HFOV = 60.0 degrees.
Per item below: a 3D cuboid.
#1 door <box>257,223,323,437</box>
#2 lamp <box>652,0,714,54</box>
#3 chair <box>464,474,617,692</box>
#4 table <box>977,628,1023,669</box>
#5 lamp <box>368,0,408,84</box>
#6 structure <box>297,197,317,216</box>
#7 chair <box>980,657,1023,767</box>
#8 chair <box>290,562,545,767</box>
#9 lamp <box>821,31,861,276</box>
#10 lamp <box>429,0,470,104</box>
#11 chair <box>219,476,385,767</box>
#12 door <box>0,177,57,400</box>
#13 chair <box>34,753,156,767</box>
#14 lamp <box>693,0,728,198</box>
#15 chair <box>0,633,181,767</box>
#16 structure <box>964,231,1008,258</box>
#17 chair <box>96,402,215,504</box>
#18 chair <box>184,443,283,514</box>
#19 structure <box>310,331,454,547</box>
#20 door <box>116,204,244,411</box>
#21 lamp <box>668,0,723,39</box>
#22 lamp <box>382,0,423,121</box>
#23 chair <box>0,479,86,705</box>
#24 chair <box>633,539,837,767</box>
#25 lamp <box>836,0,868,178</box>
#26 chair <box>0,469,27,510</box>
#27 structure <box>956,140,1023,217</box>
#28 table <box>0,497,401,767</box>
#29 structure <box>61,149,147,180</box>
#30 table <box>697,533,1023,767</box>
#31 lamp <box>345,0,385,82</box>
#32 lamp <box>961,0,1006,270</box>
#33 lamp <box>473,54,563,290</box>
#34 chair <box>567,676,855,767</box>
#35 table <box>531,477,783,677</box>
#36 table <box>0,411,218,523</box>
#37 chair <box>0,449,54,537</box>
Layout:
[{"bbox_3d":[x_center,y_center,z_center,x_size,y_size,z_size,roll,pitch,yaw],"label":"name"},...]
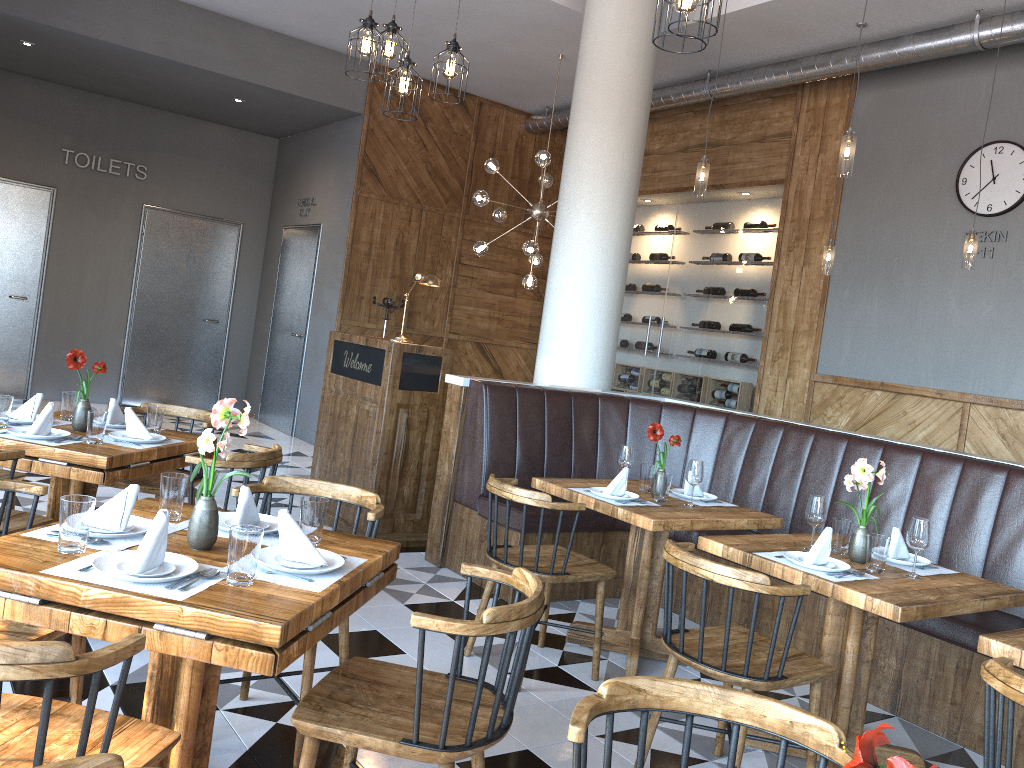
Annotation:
[{"bbox_3d":[-2.617,-0.670,10.320,0.114,2.393,1.210,7,1,-35],"label":"door"},{"bbox_3d":[0.693,-2.144,2.912,0.175,2.070,0.174,8,1,38],"label":"lamp"},{"bbox_3d":[0.120,0.842,3.888,0.548,0.817,0.521,7,2,-35],"label":"chair"},{"bbox_3d":[1.879,1.187,2.453,0.848,0.763,0.853,6,2,-35],"label":"table"},{"bbox_3d":[-0.527,-2.638,4.671,0.175,2.070,0.175,8,1,8],"label":"lamp"},{"bbox_3d":[-2.387,-2.054,10.280,0.025,0.197,0.567,7,2,-35],"label":"structure"},{"bbox_3d":[1.373,1.109,2.084,0.548,0.817,0.521,7,2,-35],"label":"chair"},{"bbox_3d":[-0.242,0.880,2.235,0.550,0.817,0.519,8,1,10],"label":"chair"},{"bbox_3d":[2.463,-1.781,6.559,0.078,1.963,0.078,8,1,-3],"label":"lamp"},{"bbox_3d":[-0.195,-2.484,4.526,0.174,2.070,0.175,8,1,-25],"label":"lamp"},{"bbox_3d":[-0.760,0.769,2.981,0.520,0.817,0.549,8,1,10],"label":"chair"},{"bbox_3d":[-5.726,-1.058,9.563,1.203,2.393,0.115,7,1,-35],"label":"door"},{"bbox_3d":[-0.443,0.920,0.935,0.550,0.817,0.519,8,1,10],"label":"chair"},{"bbox_3d":[1.335,-2.172,5.674,0.078,1.963,0.078,8,1,-3],"label":"lamp"},{"bbox_3d":[-0.982,0.805,1.711,0.520,0.817,0.549,8,1,10],"label":"chair"},{"bbox_3d":[3.493,-1.029,6.549,0.021,0.197,0.306,7,2,-35],"label":"structure"},{"bbox_3d":[-1.855,0.536,4.541,0.520,0.817,0.549,8,1,10],"label":"chair"},{"bbox_3d":[-1.317,0.650,3.782,0.550,0.817,0.519,8,1,10],"label":"chair"},{"bbox_3d":[-0.871,0.344,6.136,0.644,1.299,1.049,7,2,-35],"label":"structure"},{"bbox_3d":[-4.011,-0.886,10.778,1.203,2.393,0.115,7,1,-35],"label":"door"},{"bbox_3d":[0.780,-2.276,3.122,0.175,2.070,0.175,8,1,5],"label":"lamp"},{"bbox_3d":[-0.428,-2.381,4.483,0.175,2.070,0.175,8,1,8],"label":"lamp"},{"bbox_3d":[-1.500,0.695,2.457,0.550,0.817,0.519,8,1,10],"label":"chair"},{"bbox_3d":[0.746,0.976,2.986,0.548,0.817,0.521,7,2,-35],"label":"chair"},{"bbox_3d":[1.940,-2.103,4.813,0.078,1.963,0.078,8,1,41],"label":"lamp"},{"bbox_3d":[-2.575,0.466,4.004,0.550,0.817,0.519,8,1,10],"label":"chair"},{"bbox_3d":[3.555,-1.511,6.528,0.046,0.560,0.562,7,2,-35],"label":"structure"},{"bbox_3d":[-0.876,0.813,2.355,0.865,0.763,0.864,8,2,10],"label":"table"},{"bbox_3d":[-4.669,-2.511,10.159,0.913,0.166,0.035,6,2,-35],"label":"structure"},{"bbox_3d":[1.259,1.054,3.345,0.848,0.763,0.853,6,2,-35],"label":"table"},{"bbox_3d":[-0.618,-2.583,4.481,0.175,2.070,0.175,8,1,-3],"label":"lamp"},{"bbox_3d":[3.068,-1.712,5.698,0.078,1.963,0.078,8,1,41],"label":"lamp"},{"bbox_3d":[0.303,-1.956,8.202,1.188,2.191,1.160,8,1,16],"label":"lamp"},{"bbox_3d":[0.297,0.995,1.459,0.520,0.817,0.549,8,1,10],"label":"chair"},{"bbox_3d":[0.632,0.920,4.248,0.848,0.763,0.853,6,2,-35],"label":"table"},{"bbox_3d":[-1.945,0.585,3.893,0.865,0.763,0.864,8,2,10],"label":"table"},{"bbox_3d":[-2.057,0.576,3.258,0.520,0.817,0.549,8,1,10],"label":"chair"}]
